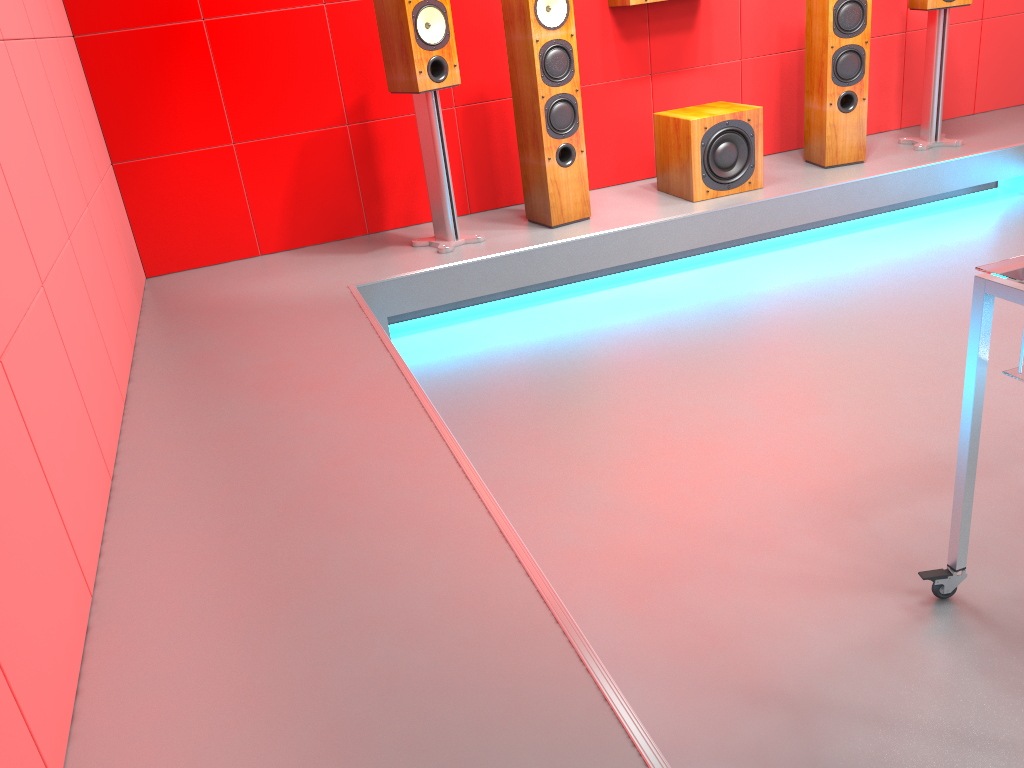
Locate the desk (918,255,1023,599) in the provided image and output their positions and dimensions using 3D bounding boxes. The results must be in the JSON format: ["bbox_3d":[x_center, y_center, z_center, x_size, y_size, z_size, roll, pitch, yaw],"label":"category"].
[{"bbox_3d":[1.623,0.032,1.598,1.617,0.690,0.594,-14,25,-14],"label":"desk"}]

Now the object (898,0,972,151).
[{"bbox_3d":[2.038,-1.686,4.248,0.231,1.058,0.265,-6,24,4],"label":"object"}]

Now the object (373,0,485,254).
[{"bbox_3d":[-0.339,-1.088,3.617,0.231,1.058,0.265,-24,29,-32],"label":"object"}]

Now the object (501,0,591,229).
[{"bbox_3d":[0.147,-1.208,3.747,0.203,1.052,0.238,-19,26,-23],"label":"object"}]

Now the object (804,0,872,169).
[{"bbox_3d":[1.516,-1.562,4.132,0.203,1.052,0.238,-10,24,-5],"label":"object"}]

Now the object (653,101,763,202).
[{"bbox_3d":[0.902,-1.073,4.074,0.360,0.360,0.360,-14,25,-14],"label":"object"}]

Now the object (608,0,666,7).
[{"bbox_3d":[0.704,-1.899,4.041,0.493,0.271,0.235,-14,25,-14],"label":"object"}]
